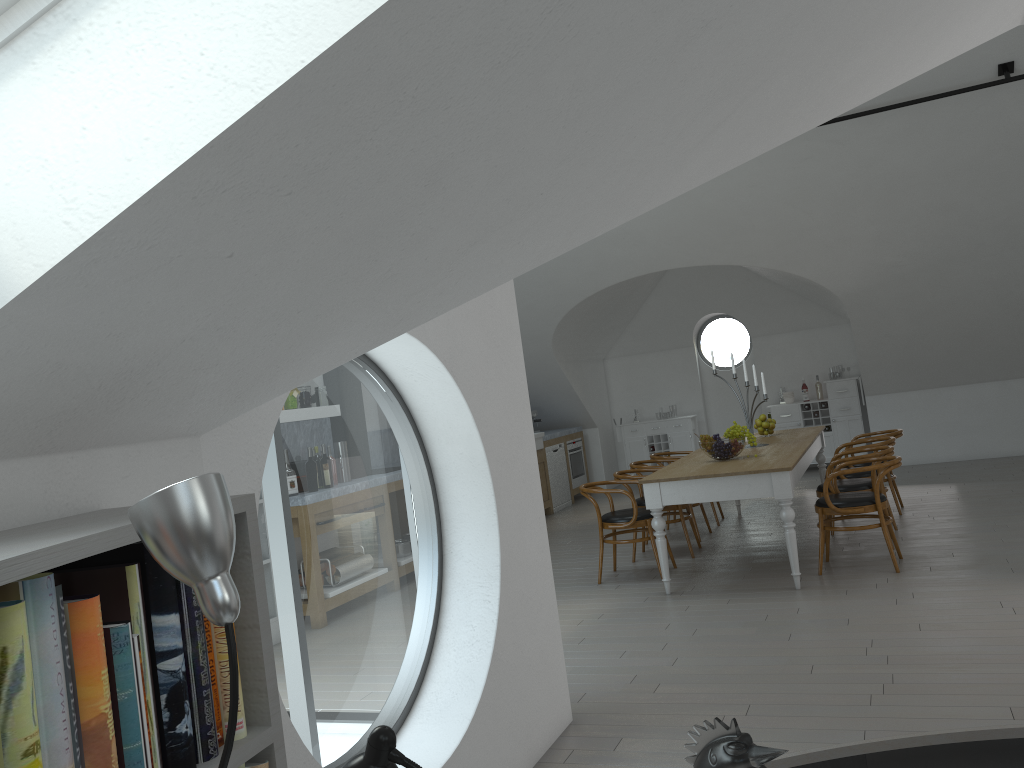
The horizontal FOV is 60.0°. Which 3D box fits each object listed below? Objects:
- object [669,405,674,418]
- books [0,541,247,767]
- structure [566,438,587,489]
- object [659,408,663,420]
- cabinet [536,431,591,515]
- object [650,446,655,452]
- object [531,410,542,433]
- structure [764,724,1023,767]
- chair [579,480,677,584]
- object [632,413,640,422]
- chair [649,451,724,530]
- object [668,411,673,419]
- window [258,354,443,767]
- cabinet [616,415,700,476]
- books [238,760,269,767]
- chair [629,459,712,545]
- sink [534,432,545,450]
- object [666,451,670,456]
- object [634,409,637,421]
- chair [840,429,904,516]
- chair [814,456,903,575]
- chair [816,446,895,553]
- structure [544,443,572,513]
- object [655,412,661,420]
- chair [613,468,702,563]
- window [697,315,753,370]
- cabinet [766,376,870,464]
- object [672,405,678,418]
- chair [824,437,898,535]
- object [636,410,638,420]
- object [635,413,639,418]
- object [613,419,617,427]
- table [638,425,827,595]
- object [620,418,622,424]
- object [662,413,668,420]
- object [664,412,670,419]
[{"bbox_3d":[2.246,0.393,12.471,0.054,0.179,0.054,-8,-3,0],"label":"object"},{"bbox_3d":[-0.650,0.426,1.066,0.292,0.363,1.013,-8,-1,5],"label":"books"},{"bbox_3d":[0.617,1.103,12.123,0.630,0.637,0.632,-8,-2,23],"label":"structure"},{"bbox_3d":[2.102,0.418,12.463,0.048,0.169,0.048,-8,-3,10],"label":"object"},{"bbox_3d":[-0.613,1.335,9.592,1.002,1.023,6.431,-8,-1,23],"label":"cabinet"},{"bbox_3d":[1.988,0.905,12.427,0.081,0.085,0.317,-8,-1,24],"label":"object"},{"bbox_3d":[0.232,0.528,11.925,0.386,0.321,0.324,-8,-2,23],"label":"object"},{"bbox_3d":[1.562,1.636,1.067,4.715,0.694,4.698,-7,-1,-22],"label":"structure"},{"bbox_3d":[0.870,1.113,6.815,0.620,0.736,0.527,-8,-2,23],"label":"chair"},{"bbox_3d":[1.788,0.485,12.767,0.101,0.138,0.067,-9,-3,23],"label":"object"},{"bbox_3d":[1.726,1.033,8.815,0.620,0.736,0.527,-8,-2,19],"label":"chair"},{"bbox_3d":[2.220,0.436,12.407,0.071,0.099,0.071,-6,-3,-44],"label":"object"},{"bbox_3d":[-0.631,0.562,3.013,0.104,1.472,1.471,-9,-2,23],"label":"window"},{"bbox_3d":[2.091,0.901,12.486,1.133,0.790,0.497,-8,-2,23],"label":"cabinet"},{"bbox_3d":[-0.597,0.808,1.059,0.279,0.358,1.051,-8,-1,9],"label":"books"},{"bbox_3d":[1.436,1.060,8.153,0.620,0.736,0.527,-9,-2,26],"label":"chair"},{"bbox_3d":[-0.111,0.754,10.597,0.726,0.202,1.021,-8,-1,23],"label":"sink"},{"bbox_3d":[2.198,0.980,12.380,0.081,0.083,0.317,-8,-1,23],"label":"object"},{"bbox_3d":[1.776,0.451,12.777,0.039,0.175,0.054,-9,-3,23],"label":"object"},{"bbox_3d":[3.293,0.810,8.097,0.620,0.736,0.527,-9,-2,26],"label":"chair"},{"bbox_3d":[2.406,0.894,6.108,0.620,0.736,0.527,-9,-2,26],"label":"chair"},{"bbox_3d":[2.651,0.873,6.793,0.620,0.736,0.527,-8,-2,23],"label":"chair"},{"bbox_3d":[0.332,1.225,11.424,0.597,0.824,0.724,-9,-2,23],"label":"structure"},{"bbox_3d":[2.051,0.455,12.401,0.081,0.105,0.082,-9,-3,36],"label":"object"},{"bbox_3d":[1.207,1.079,7.459,0.620,0.736,0.527,-8,-2,20],"label":"chair"},{"bbox_3d":[3.072,-0.598,12.777,0.898,0.901,0.060,-8,-3,23],"label":"window"},{"bbox_3d":[4.096,0.552,11.842,1.240,1.155,0.610,-8,-2,23],"label":"cabinet"},{"bbox_3d":[2.285,0.383,12.421,0.063,0.187,0.063,-8,-3,8],"label":"object"},{"bbox_3d":[2.949,0.845,7.457,0.620,0.736,0.527,-8,-2,18],"label":"chair"},{"bbox_3d":[1.800,0.449,12.751,0.039,0.164,0.024,-10,-3,36],"label":"object"},{"bbox_3d":[1.790,0.465,12.775,0.097,0.137,0.029,-9,-3,26],"label":"object"},{"bbox_3d":[1.500,0.623,12.626,0.088,0.269,0.029,-7,-3,-4],"label":"object"},{"bbox_3d":[2.033,0.931,7.399,1.017,0.800,3.350,-8,-1,23],"label":"table"},{"bbox_3d":[1.550,0.616,12.605,0.029,0.269,0.088,-5,-3,-40],"label":"object"},{"bbox_3d":[2.138,0.454,12.404,0.077,0.085,0.077,-8,-2,10],"label":"object"},{"bbox_3d":[2.177,0.446,12.487,0.094,0.093,0.093,-8,-2,10],"label":"object"}]
